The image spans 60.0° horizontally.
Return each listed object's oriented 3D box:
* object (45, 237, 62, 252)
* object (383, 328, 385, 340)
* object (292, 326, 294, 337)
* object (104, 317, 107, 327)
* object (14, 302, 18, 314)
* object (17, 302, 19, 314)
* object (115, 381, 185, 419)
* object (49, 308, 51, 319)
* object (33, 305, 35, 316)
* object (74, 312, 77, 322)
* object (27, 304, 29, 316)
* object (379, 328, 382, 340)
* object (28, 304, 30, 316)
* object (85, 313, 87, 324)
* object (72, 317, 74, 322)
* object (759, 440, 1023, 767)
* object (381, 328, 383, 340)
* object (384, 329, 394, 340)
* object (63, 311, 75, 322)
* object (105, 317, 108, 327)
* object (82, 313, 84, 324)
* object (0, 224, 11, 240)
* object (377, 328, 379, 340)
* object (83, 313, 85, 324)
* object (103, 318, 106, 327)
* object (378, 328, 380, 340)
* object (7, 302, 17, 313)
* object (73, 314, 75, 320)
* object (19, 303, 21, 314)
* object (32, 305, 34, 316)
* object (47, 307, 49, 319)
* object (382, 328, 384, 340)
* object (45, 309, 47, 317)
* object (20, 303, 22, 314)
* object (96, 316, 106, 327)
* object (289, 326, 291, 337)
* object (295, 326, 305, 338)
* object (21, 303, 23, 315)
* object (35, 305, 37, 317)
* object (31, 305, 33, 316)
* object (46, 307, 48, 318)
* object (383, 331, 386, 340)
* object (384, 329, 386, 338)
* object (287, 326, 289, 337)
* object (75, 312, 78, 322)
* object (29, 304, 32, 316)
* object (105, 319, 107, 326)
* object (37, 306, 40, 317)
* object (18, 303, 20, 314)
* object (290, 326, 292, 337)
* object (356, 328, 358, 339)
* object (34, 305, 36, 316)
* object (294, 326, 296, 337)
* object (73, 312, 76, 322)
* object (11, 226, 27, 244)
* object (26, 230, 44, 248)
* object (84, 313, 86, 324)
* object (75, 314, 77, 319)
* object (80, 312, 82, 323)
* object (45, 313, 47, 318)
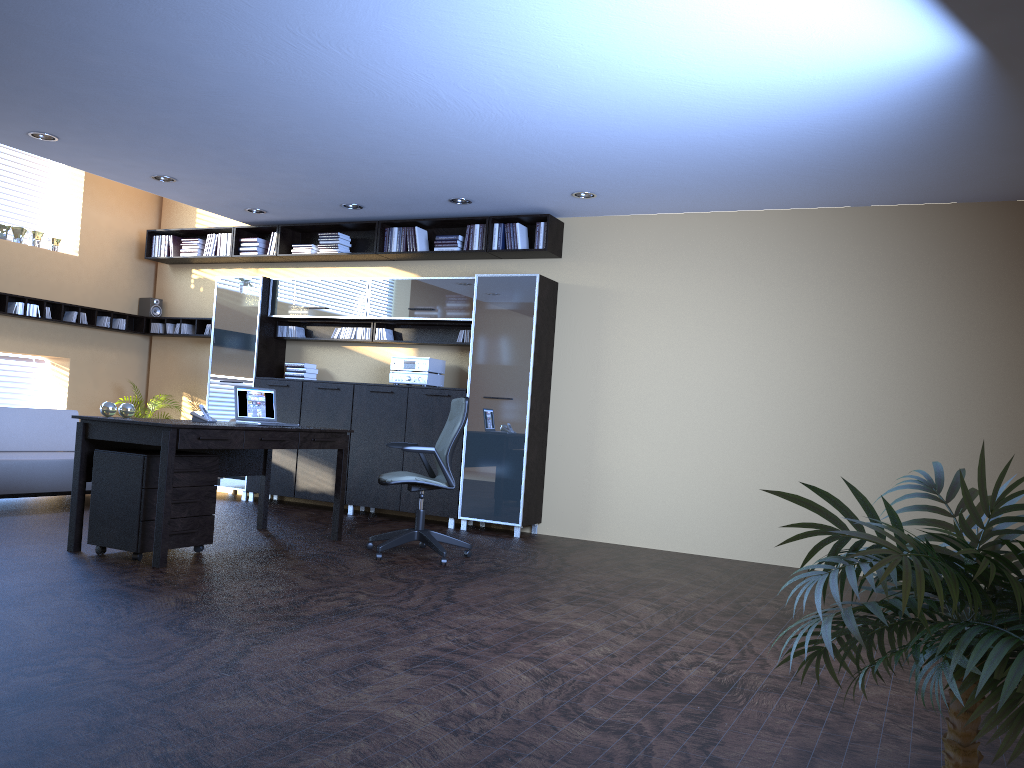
[{"bbox_3d":[-5.006,-1.515,9.670,0.117,0.149,0.124,3,-2,26],"label":"object"},{"bbox_3d":[-1.278,-0.505,9.122,0.026,0.117,0.140,4,-2,26],"label":"object"},{"bbox_3d":[-2.331,-0.559,9.627,0.030,0.120,0.142,4,-2,26],"label":"object"},{"bbox_3d":[-4.657,-0.707,10.062,0.142,0.120,0.030,3,-1,25],"label":"object"},{"bbox_3d":[-5.119,-0.779,9.091,0.142,0.120,0.009,3,-1,26],"label":"object"},{"bbox_3d":[-5.115,-0.779,9.100,0.142,0.120,0.009,3,-1,26],"label":"object"},{"bbox_3d":[-4.148,0.563,10.052,0.841,1.240,0.689,5,-1,-31],"label":"object"},{"bbox_3d":[-4.960,-0.753,9.429,0.142,0.118,0.040,3,-1,26],"label":"object"},{"bbox_3d":[-5.039,-0.767,9.262,0.142,0.120,0.009,3,-1,25],"label":"object"},{"bbox_3d":[-4.829,-0.734,9.711,0.140,0.117,0.026,3,-1,26],"label":"object"},{"bbox_3d":[-5.071,-0.772,9.197,0.142,0.120,0.009,3,-1,25],"label":"object"},{"bbox_3d":[-1.325,-0.507,9.145,0.009,0.120,0.142,4,-2,26],"label":"object"},{"bbox_3d":[-5.066,-0.770,9.218,0.142,0.120,0.009,3,-1,25],"label":"object"},{"bbox_3d":[-4.769,-0.724,9.829,0.142,0.118,0.040,3,-1,25],"label":"object"},{"bbox_3d":[-4.838,-0.735,9.693,0.142,0.120,0.030,3,-1,25],"label":"object"},{"bbox_3d":[0.814,0.716,1.603,0.763,1.236,0.669,5,-2,-41],"label":"object"},{"bbox_3d":[-1.297,-0.506,9.130,0.030,0.120,0.142,4,-2,26],"label":"object"},{"bbox_3d":[-1.263,-0.503,9.118,0.040,0.118,0.142,4,-2,26],"label":"object"},{"bbox_3d":[-4.840,-0.735,9.677,0.142,0.118,0.040,3,-1,25],"label":"object"},{"bbox_3d":[-4.651,-0.707,10.070,0.142,0.120,0.030,3,-1,25],"label":"object"},{"bbox_3d":[-4.787,-0.728,9.787,0.142,0.120,0.030,3,-1,26],"label":"object"},{"bbox_3d":[-5.258,-1.559,9.142,0.133,0.159,0.126,5,-2,-44],"label":"object"},{"bbox_3d":[-1.345,-0.509,9.149,0.009,0.120,0.142,4,-2,26],"label":"object"},{"bbox_3d":[-4.780,-0.727,9.795,0.142,0.120,0.030,3,-1,25],"label":"object"},{"bbox_3d":[-4.665,-0.708,10.054,0.142,0.120,0.030,3,-1,25],"label":"object"},{"bbox_3d":[-1.334,-0.508,9.149,0.009,0.120,0.142,4,-2,26],"label":"object"},{"bbox_3d":[-5.131,-0.780,9.070,0.142,0.118,0.040,3,-1,25],"label":"object"},{"bbox_3d":[-4.836,-0.735,9.691,0.140,0.117,0.026,3,-1,26],"label":"object"},{"bbox_3d":[-5.107,-0.777,9.119,0.142,0.120,0.009,3,-1,26],"label":"object"},{"bbox_3d":[-5.043,-0.767,9.252,0.142,0.120,0.009,3,-1,26],"label":"object"},{"bbox_3d":[-4.972,-0.756,9.406,0.142,0.120,0.030,3,-1,26],"label":"object"},{"bbox_3d":[-1.288,-0.505,9.126,0.030,0.120,0.142,4,-2,26],"label":"object"},{"bbox_3d":[-4.975,-0.757,9.386,0.140,0.117,0.026,3,-1,26],"label":"object"},{"bbox_3d":[-5.103,-0.777,9.128,0.140,0.118,0.006,3,-1,26],"label":"object"},{"bbox_3d":[-4.669,-0.708,10.039,0.142,0.118,0.040,3,-1,26],"label":"object"},{"bbox_3d":[-2.369,-0.562,9.644,0.009,0.120,0.142,4,-2,26],"label":"object"},{"bbox_3d":[-2.299,-0.557,9.612,0.040,0.118,0.142,4,-2,26],"label":"object"},{"bbox_3d":[-5.097,-0.775,9.148,0.142,0.120,0.009,3,-1,26],"label":"object"},{"bbox_3d":[-5.033,-0.766,9.282,0.142,0.120,0.009,3,-1,25],"label":"object"},{"bbox_3d":[-5.048,-0.769,9.232,0.142,0.120,0.009,3,-1,26],"label":"object"},{"bbox_3d":[-4.973,-0.756,9.396,0.142,0.120,0.030,3,-1,26],"label":"object"},{"bbox_3d":[-1.277,-0.504,9.125,0.030,0.120,0.142,4,-2,26],"label":"object"},{"bbox_3d":[-1.264,-0.503,9.116,0.036,0.116,0.140,4,-2,26],"label":"object"},{"bbox_3d":[-2.396,-0.563,9.657,0.009,0.120,0.142,4,-2,25],"label":"object"},{"bbox_3d":[-4.826,-0.733,9.721,0.142,0.120,0.030,3,-1,26],"label":"object"},{"bbox_3d":[-5.054,-0.769,9.224,0.142,0.120,0.009,3,-1,26],"label":"object"},{"bbox_3d":[-4.654,-0.707,10.060,0.140,0.117,0.026,3,-1,26],"label":"object"},{"bbox_3d":[-5.017,-0.762,9.312,0.142,0.118,0.040,3,-1,26],"label":"object"},{"bbox_3d":[-5.111,-0.778,9.110,0.142,0.120,0.009,3,-1,26],"label":"object"},{"bbox_3d":[-2.358,-0.561,9.643,0.009,0.120,0.142,4,-2,26],"label":"object"},{"bbox_3d":[-1.578,-0.521,9.263,0.009,0.120,0.142,4,-2,26],"label":"object"},{"bbox_3d":[-5.032,-0.766,9.270,0.142,0.120,0.009,3,-1,26],"label":"object"},{"bbox_3d":[-2.314,-0.559,9.615,0.030,0.120,0.142,4,-2,26],"label":"object"},{"bbox_3d":[-4.832,-0.734,9.701,0.142,0.120,0.030,3,-1,26],"label":"object"},{"bbox_3d":[-5.183,-1.554,9.305,0.137,0.173,0.144,4,-1,-14],"label":"object"},{"bbox_3d":[-5.103,-1.542,9.465,0.137,0.173,0.144,4,-1,16],"label":"object"},{"bbox_3d":[-4.775,-0.726,9.815,0.142,0.120,0.030,3,-1,25],"label":"object"},{"bbox_3d":[-4.831,-0.734,9.712,0.142,0.120,0.030,3,-1,25],"label":"object"},{"bbox_3d":[-4.797,-0.729,9.768,0.142,0.120,0.009,3,-1,26],"label":"object"},{"bbox_3d":[-4.978,-0.757,9.386,0.142,0.120,0.030,3,-1,25],"label":"object"}]
